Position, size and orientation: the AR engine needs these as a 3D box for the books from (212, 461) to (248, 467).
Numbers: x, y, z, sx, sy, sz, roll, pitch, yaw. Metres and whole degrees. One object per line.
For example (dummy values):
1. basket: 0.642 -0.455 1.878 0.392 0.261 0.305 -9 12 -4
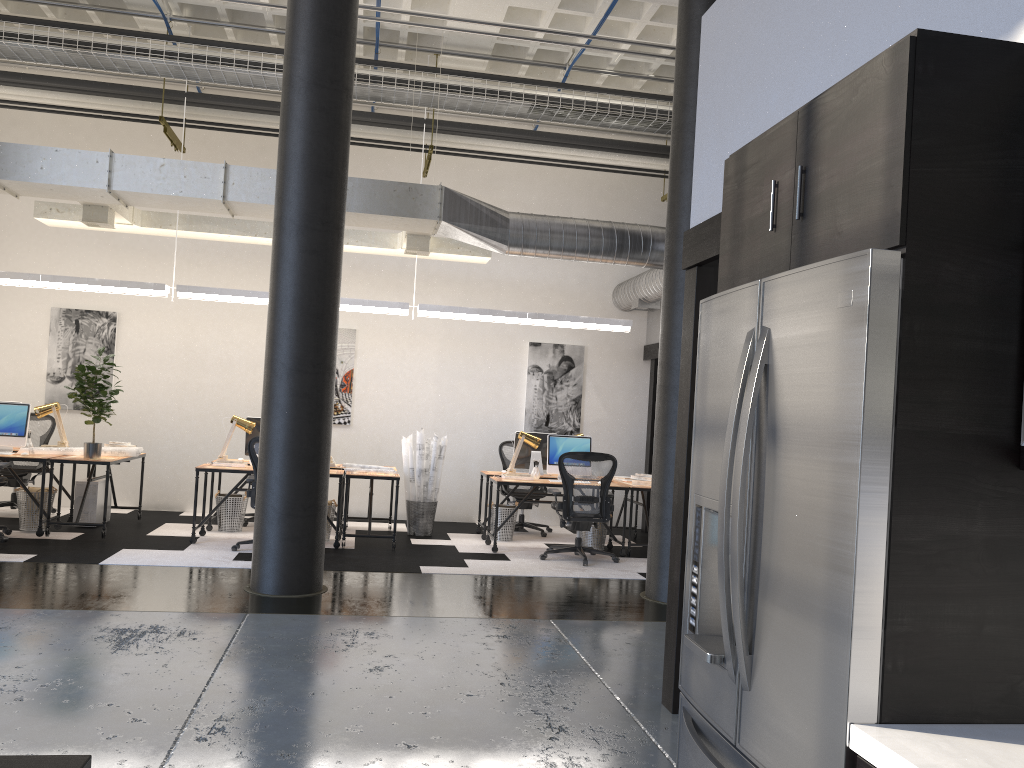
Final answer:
1. books: -2.789 0.792 8.784 0.309 0.038 0.225 4 -2 -9

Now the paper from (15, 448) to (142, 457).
1. paper: -4.231 0.661 8.696 1.135 0.082 0.083 5 -2 -35

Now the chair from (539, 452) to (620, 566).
1. chair: 0.649 1.201 8.809 0.771 1.085 0.792 4 -1 -26

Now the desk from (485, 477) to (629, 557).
1. desk: 0.464 1.382 9.268 1.401 0.724 0.529 4 -1 -9

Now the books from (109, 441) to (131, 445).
1. books: -4.151 0.627 9.390 0.185 0.030 0.153 4 -2 -11

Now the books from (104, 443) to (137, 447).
1. books: -4.155 0.659 9.404 0.257 0.044 0.193 3 -2 8

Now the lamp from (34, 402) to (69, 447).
1. lamp: -4.736 0.415 9.123 0.344 0.470 0.126 4 -1 -9

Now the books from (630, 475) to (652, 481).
1. books: 1.437 1.015 9.574 0.257 0.044 0.193 2 -2 38

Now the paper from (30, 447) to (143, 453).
1. paper: -4.258 0.665 8.862 1.135 0.082 0.083 5 -2 -45

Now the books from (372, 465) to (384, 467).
1. books: -1.577 0.909 9.826 0.205 0.019 0.243 2 -2 28

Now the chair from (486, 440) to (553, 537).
1. chair: 0.168 1.229 10.569 0.771 1.085 0.792 4 -1 -26

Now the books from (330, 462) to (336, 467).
1. books: -2.060 0.860 9.563 0.309 0.038 0.225 4 -2 -9

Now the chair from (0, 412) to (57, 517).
1. chair: -5.314 0.853 9.587 0.771 1.085 0.792 4 -1 -26

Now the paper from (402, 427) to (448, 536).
1. paper: -1.006 1.077 9.839 0.441 1.197 0.412 4 -1 -31

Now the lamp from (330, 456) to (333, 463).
1. lamp: -2.100 0.607 9.586 0.344 0.470 0.128 4 -1 -9

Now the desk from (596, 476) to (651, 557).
1. desk: 1.354 1.453 9.852 0.529 0.724 1.401 4 -2 -9

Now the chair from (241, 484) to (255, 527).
1. chair: -2.678 1.045 10.050 0.771 1.085 0.792 4 -1 -26

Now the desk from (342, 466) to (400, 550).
1. desk: -1.491 1.269 9.333 0.529 0.724 1.401 4 -2 -9

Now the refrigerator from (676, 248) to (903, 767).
1. refrigerator: 0.879 0.662 2.109 0.821 1.772 0.853 4 -1 -9

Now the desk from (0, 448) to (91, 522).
1. desk: -5.150 1.025 9.122 1.401 0.724 0.529 4 -1 -9

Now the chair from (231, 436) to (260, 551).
1. chair: -2.196 1.017 8.290 0.771 1.085 0.792 4 -1 -26

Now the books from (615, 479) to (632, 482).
1. books: 1.315 1.083 9.942 0.243 0.019 0.205 5 -2 -32

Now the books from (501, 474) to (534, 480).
1. books: 0.056 0.977 9.304 0.309 0.038 0.225 4 -2 -9

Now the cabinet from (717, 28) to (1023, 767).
1. cabinet: -0.572 0.276 0.149 4.232 2.314 4.276 4 -2 -9

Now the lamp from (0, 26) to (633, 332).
1. lamp: -2.200 -2.197 9.353 7.303 2.863 0.226 4 -1 -9

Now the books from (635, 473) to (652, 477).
1. books: 1.433 0.983 9.561 0.185 0.030 0.153 3 -2 19

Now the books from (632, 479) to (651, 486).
1. books: 1.441 1.061 9.547 0.271 0.050 0.200 3 -2 18

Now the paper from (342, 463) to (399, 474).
1. paper: -1.478 0.880 9.215 0.568 0.061 0.626 4 -2 -12

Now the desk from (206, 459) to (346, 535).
1. desk: -2.514 1.217 9.585 1.401 0.724 0.529 4 -1 -9

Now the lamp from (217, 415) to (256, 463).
1. lamp: -2.720 0.545 8.770 0.344 0.470 0.128 4 -1 -9

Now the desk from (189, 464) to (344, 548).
1. desk: -2.381 1.198 8.749 1.401 0.724 0.529 4 -1 -9

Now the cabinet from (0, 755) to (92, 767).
1. cabinet: -1.872 0.912 0.433 2.692 0.910 1.370 4 -2 -9

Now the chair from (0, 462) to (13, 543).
1. chair: -4.832 0.825 7.827 0.771 1.085 0.792 4 -1 -26

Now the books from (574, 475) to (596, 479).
1. books: 0.785 1.045 10.082 0.309 0.038 0.225 4 -2 -9

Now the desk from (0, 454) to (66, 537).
1. desk: -5.017 1.006 8.286 1.401 0.724 0.529 4 -1 -9

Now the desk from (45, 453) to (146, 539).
1. desk: -4.127 1.077 8.869 0.529 0.724 1.401 4 -2 -9

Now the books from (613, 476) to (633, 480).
1. books: 1.300 1.090 10.289 0.200 0.024 0.235 5 -2 -36

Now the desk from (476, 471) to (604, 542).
1. desk: 0.332 1.401 10.105 1.401 0.724 0.529 4 -1 -9
